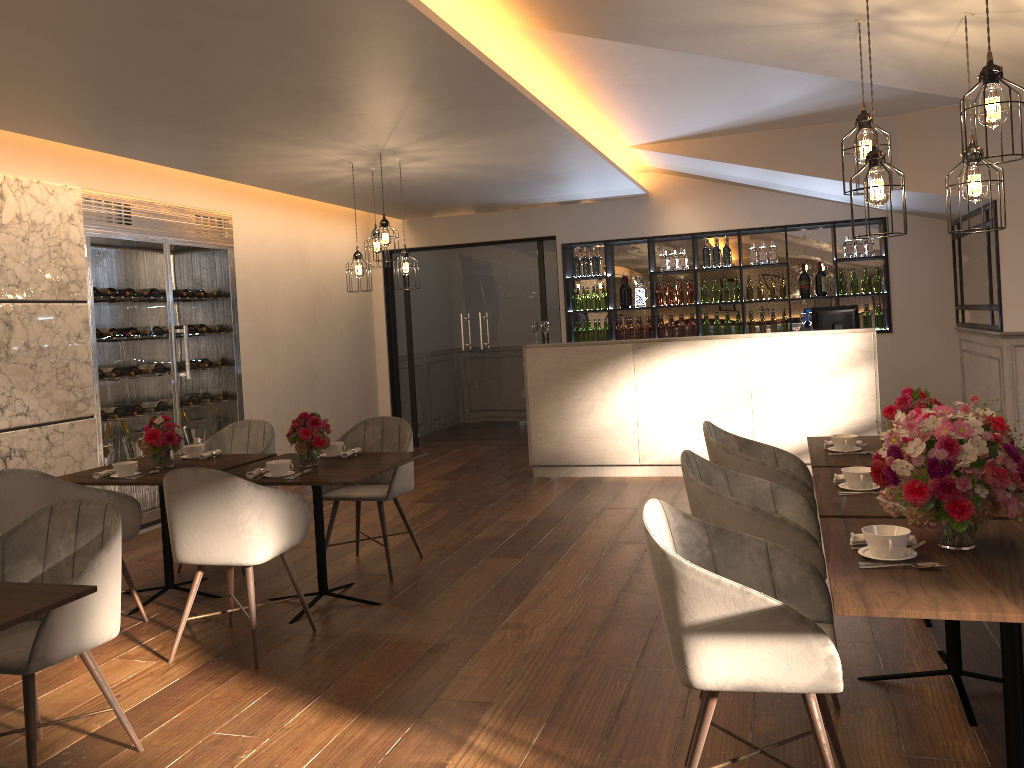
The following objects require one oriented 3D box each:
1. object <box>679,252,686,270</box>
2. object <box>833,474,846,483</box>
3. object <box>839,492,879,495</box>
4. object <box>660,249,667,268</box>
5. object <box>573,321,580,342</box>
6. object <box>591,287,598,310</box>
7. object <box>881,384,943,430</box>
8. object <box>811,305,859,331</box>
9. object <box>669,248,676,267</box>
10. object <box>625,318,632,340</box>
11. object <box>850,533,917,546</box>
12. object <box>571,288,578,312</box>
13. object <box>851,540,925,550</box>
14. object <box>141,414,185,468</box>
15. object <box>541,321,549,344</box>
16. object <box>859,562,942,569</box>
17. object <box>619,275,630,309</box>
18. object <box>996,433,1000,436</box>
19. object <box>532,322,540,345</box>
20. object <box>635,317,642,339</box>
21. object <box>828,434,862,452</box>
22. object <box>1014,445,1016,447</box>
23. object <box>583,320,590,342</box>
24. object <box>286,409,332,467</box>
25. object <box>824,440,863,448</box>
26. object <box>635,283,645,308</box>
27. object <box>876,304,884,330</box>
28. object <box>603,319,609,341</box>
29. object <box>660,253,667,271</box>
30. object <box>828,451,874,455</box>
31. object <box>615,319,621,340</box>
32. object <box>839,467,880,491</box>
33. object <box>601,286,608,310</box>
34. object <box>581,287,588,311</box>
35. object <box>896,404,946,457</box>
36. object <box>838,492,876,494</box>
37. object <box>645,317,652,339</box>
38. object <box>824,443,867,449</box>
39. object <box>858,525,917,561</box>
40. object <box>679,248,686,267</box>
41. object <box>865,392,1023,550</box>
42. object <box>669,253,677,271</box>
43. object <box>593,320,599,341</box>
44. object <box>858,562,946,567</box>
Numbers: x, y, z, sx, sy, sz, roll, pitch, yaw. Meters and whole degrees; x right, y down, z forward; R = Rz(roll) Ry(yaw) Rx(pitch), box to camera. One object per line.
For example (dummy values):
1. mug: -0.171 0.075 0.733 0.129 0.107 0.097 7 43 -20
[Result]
1. object: 1.806 -1.304 9.388 0.070 0.190 0.041 -3 1 17
2. object: 1.323 0.360 3.392 0.175 0.039 0.056 -2 3 17
3. object: 1.275 0.391 3.169 0.197 0.015 0.043 -2 4 14
4. object: 1.612 -1.333 9.447 0.069 0.208 0.040 -3 1 17
5. object: 0.710 -0.570 9.782 0.065 0.261 0.066 -3 1 -4
6. object: 0.900 -0.939 9.712 0.065 0.261 0.066 -3 1 -4
7. object: 1.842 0.148 4.062 0.305 0.301 0.234 -4 2 -25
8. object: 2.747 -0.495 7.487 0.408 0.328 0.130 -4 1 -5
9. object: 1.708 -1.337 9.417 0.069 0.208 0.040 -3 1 17
10. object: 1.259 -0.589 9.611 0.065 0.261 0.066 -3 1 -4
11. object: 1.047 0.438 2.501 0.175 0.039 0.056 -2 3 17
12. object: 0.690 -0.932 9.778 0.065 0.261 0.066 -3 1 -4
13. object: 1.047 0.448 2.465 0.192 0.024 0.025 -2 3 17
14. object: -1.933 0.308 4.912 0.234 0.301 0.305 -4 2 -7
15. object: 0.305 -0.469 8.081 0.065 0.207 0.146 -3 2 9
16. object: 0.999 0.469 2.279 0.197 0.015 0.043 -2 4 14
17. object: 1.221 -0.999 9.614 0.104 0.359 0.104 -3 1 -11
18. object: 2.145 0.254 3.991 0.148 0.072 0.148 -5 4 -30
19. object: 0.222 -0.466 8.102 0.065 0.207 0.065 -3 1 9
20. object: 1.365 -0.593 9.578 0.065 0.261 0.066 -3 1 -4
21. object: 1.553 0.278 4.138 0.148 0.072 0.148 -5 4 -30
22. object: 2.112 0.281 3.883 0.175 0.039 0.056 -2 3 17
23. object: 0.816 -0.574 9.749 0.065 0.261 0.066 -3 1 -4
24. object: -1.078 0.278 4.654 0.234 0.301 0.305 -4 3 -25
25. object: 1.588 0.285 4.247 0.175 0.039 0.056 -2 3 17
26. object: 1.381 -0.965 9.560 0.108 0.281 0.108 -4 1 -27
27. object: 3.680 -0.676 8.857 0.065 0.261 0.066 -3 1 -4
28. object: 1.027 -0.581 9.683 0.065 0.261 0.066 -3 1 -4
29. object: 1.614 -1.297 9.448 0.070 0.190 0.041 -3 1 17
30. object: 1.540 0.316 4.024 0.197 0.015 0.043 -2 4 14
31. object: 1.154 -0.586 9.644 0.065 0.261 0.066 -3 1 -4
32. object: 1.289 0.353 3.282 0.148 0.072 0.148 -5 4 -30
33. object: 1.006 -0.943 9.679 0.065 0.261 0.066 -3 1 -4
34. object: 0.795 -0.935 9.745 0.065 0.261 0.066 -3 1 -4
35. object: 1.532 0.222 3.303 0.234 0.301 0.306 -2 3 37
36. object: 1.293 0.393 3.201 0.210 0.004 0.022 -2 4 17
37. object: 1.470 -0.597 9.545 0.065 0.261 0.066 -3 1 -4
38. object: 1.587 0.295 4.211 0.192 0.024 0.025 -2 3 17
39. object: 1.013 0.431 2.392 0.148 0.072 0.148 -5 4 -30
40. object: 1.804 -1.340 9.387 0.069 0.208 0.040 -3 1 17
41. object: 1.220 0.237 2.455 0.419 0.425 0.406 -3 2 6
42. object: 1.710 -1.300 9.418 0.070 0.190 0.041 -3 1 17
43. object: 0.921 -0.577 9.716 0.065 0.261 0.066 -3 1 -4
44. object: 1.017 0.471 2.310 0.210 0.004 0.022 -2 4 17
